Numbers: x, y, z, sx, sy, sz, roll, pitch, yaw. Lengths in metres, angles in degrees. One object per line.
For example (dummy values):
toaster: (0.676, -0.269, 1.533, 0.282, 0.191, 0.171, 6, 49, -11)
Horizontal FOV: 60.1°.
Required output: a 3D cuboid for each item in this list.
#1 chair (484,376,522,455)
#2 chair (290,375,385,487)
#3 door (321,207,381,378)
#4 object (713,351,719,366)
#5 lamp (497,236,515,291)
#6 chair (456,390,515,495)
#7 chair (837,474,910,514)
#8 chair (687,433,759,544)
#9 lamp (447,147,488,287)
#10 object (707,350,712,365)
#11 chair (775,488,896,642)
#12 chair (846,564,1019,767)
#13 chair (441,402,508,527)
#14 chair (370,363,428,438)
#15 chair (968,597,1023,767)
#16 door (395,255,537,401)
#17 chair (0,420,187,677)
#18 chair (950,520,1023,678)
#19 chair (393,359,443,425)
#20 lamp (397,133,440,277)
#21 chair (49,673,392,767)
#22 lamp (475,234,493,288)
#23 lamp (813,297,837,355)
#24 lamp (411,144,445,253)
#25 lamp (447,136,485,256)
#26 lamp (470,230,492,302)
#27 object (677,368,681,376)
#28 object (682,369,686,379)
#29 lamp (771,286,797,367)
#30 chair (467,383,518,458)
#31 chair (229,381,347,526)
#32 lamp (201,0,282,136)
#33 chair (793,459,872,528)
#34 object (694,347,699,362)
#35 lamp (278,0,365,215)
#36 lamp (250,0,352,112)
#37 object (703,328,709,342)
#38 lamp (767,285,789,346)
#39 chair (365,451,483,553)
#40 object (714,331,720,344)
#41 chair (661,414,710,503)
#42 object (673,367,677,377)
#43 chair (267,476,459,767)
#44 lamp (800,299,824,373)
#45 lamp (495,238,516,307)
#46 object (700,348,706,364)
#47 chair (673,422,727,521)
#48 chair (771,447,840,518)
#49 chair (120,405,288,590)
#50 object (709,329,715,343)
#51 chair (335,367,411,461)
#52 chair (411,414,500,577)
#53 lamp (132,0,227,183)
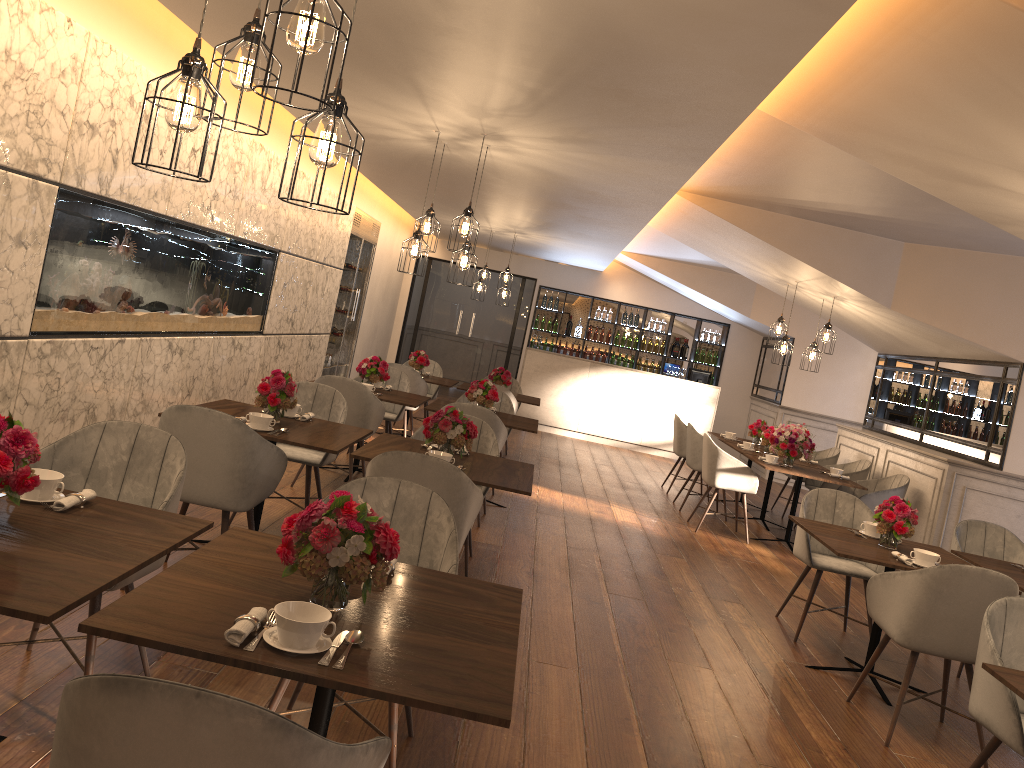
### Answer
chair: (-0.195, 0.332, 10.428, 0.565, 0.872, 0.526, 12, 1, 2)
chair: (-1.299, 0.359, 6.662, 0.565, 0.872, 0.526, 12, 1, 2)
door: (-2.116, -1.000, 11.593, 0.134, 2.467, 1.859, 12, 2, 2)
object: (3.477, -0.434, 15.066, 0.065, 0.261, 0.066, 11, 1, -20)
lamp: (0.100, -2.220, 11.381, 0.175, 2.069, 0.175, 12, 1, 3)
chair: (-0.293, 0.480, 7.952, 0.565, 0.872, 0.526, 12, 1, 2)
chair: (3.242, 1.202, 8.075, 0.526, 0.872, 0.565, 12, 2, 2)
chair: (1.942, 0.931, 8.108, 0.526, 0.872, 0.565, 12, 2, 2)
lamp: (-0.152, -1.695, 6.061, 0.175, 2.069, 0.175, 12, 1, 3)
object: (3.369, -0.457, 15.070, 0.065, 0.261, 0.066, 11, 1, -20)
chair: (1.983, 1.121, 5.430, 0.565, 0.872, 0.526, 12, 1, 2)
chair: (1.962, 1.207, 4.102, 0.565, 0.872, 0.526, 12, 1, 2)
chair: (-0.360, 0.556, 6.626, 0.565, 0.872, 0.526, 12, 1, 2)
chair: (-1.201, 0.211, 9.138, 0.565, 0.872, 0.526, 12, 1, 2)
chair: (1.892, 1.260, 3.108, 0.565, 0.872, 0.526, 12, 1, 2)
door: (-0.827, -0.875, 15.279, 2.107, 2.333, 0.274, 12, 1, 2)
chair: (-1.430, 0.585, 2.937, 0.565, 0.872, 0.526, 12, 1, 2)
chair: (2.922, 1.318, 5.394, 0.565, 0.872, 0.526, 12, 1, 2)
chair: (-1.134, 0.135, 10.465, 0.565, 0.872, 0.526, 12, 1, 2)
lamp: (-0.475, -1.754, 5.947, 0.175, 2.069, 0.175, 12, 1, 3)
chair: (-0.559, 0.858, 1.574, 0.565, 0.872, 0.526, 12, 1, 2)
lamp: (-0.197, -2.319, 11.924, 0.175, 2.069, 0.175, 12, 1, 3)
lamp: (3.237, -1.314, 8.614, 0.175, 2.069, 0.175, 12, 1, 3)
lamp: (-0.423, -1.963, 6.274, 0.175, 2.069, 0.175, 12, 1, 3)
lamp: (-0.125, -1.865, 5.731, 0.175, 2.069, 0.175, 12, 1, 3)
lamp: (-0.249, -2.109, 11.597, 0.175, 2.069, 0.175, 12, 1, 3)
object: (2.840, -0.168, 15.091, 0.065, 0.207, 0.065, 11, 1, -43)
object: (2.916, -0.152, 15.088, 0.065, 0.207, 0.065, 11, 1, -43)
lamp: (2.887, -1.204, 8.830, 0.175, 2.069, 0.175, 12, 1, 3)
chair: (-0.263, 0.408, 9.102, 0.565, 0.872, 0.526, 12, 1, 2)
chair: (-1.333, 0.437, 5.413, 0.565, 0.872, 0.526, 12, 1, 2)
lamp: (-0.572, -1.736, 2.484, 0.175, 2.069, 0.175, 12, 1, 3)
chair: (3.279, 1.146, 9.013, 0.526, 0.872, 0.565, 12, 2, 2)
object: (3.153, -0.503, 15.079, 0.065, 0.263, 0.066, 11, 1, -20)
lamp: (-0.301, -1.468, 2.271, 0.175, 2.069, 0.175, 12, 1, 3)
lamp: (-0.274, -1.638, 1.941, 0.175, 2.069, 0.175, 12, 1, 3)
object: (3.298, -0.835, 15.042, 0.070, 0.235, 0.041, 12, 1, 2)
lamp: (2.939, -1.413, 9.156, 0.175, 2.069, 0.175, 12, 1, 3)
chair: (-0.461, 0.710, 4.050, 0.565, 0.872, 0.526, 12, 1, 2)
object: (3.495, -0.794, 15.034, 0.070, 0.235, 0.041, 12, 1, 2)
chair: (2.016, 0.819, 9.985, 0.526, 0.872, 0.565, 12, 2, 2)
object: (2.764, -0.184, 15.094, 0.065, 0.207, 0.065, 11, 1, -43)
chair: (-0.491, 0.781, 2.900, 0.565, 0.872, 0.526, 12, 1, 2)
lamp: (3.210, -1.144, 8.944, 0.175, 2.069, 0.175, 12, 1, 3)
lamp: (0.074, -2.050, 11.711, 0.175, 2.069, 0.175, 12, 1, 3)
object: (3.261, -0.480, 15.074, 0.065, 0.261, 0.066, 11, 1, -20)
chair: (1.979, 0.875, 9.046, 0.526, 0.872, 0.565, 12, 2, 2)
chair: (3.316, 1.090, 9.952, 0.526, 0.872, 0.565, 12, 2, 2)
chair: (-1.400, 0.513, 4.086, 0.565, 0.872, 0.526, 12, 1, 2)
object: (3.396, -0.814, 15.038, 0.070, 0.235, 0.041, 12, 1, 2)
chair: (-1.232, 0.283, 7.989, 0.565, 0.872, 0.526, 12, 1, 2)
chair: (-0.394, 0.633, 5.376, 0.565, 0.872, 0.526, 12, 1, 2)
lamp: (-0.624, -1.527, 2.157, 0.175, 2.069, 0.175, 12, 1, 3)
